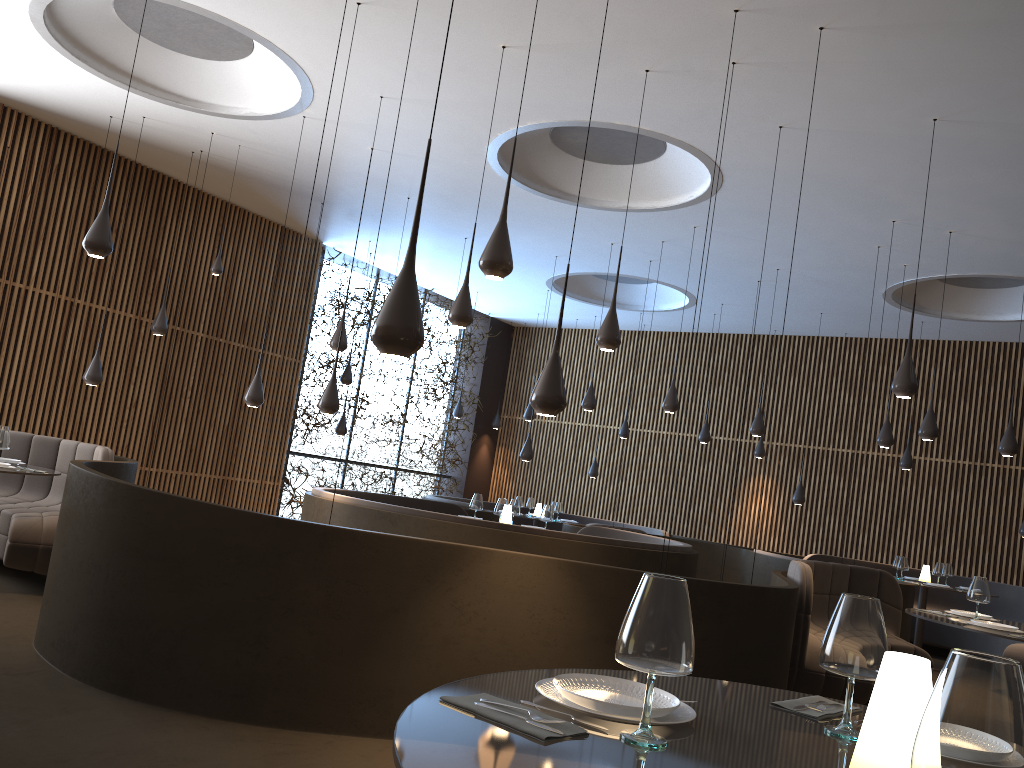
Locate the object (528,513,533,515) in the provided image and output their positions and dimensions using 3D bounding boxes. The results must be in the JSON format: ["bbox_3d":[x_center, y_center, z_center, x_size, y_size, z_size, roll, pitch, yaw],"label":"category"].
[{"bbox_3d":[0.398,2.181,14.720,0.263,0.029,0.264,6,-7,25],"label":"object"}]

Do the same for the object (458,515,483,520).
[{"bbox_3d":[-0.446,1.440,9.488,0.263,0.029,0.264,9,-7,0],"label":"object"}]

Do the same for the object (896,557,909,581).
[{"bbox_3d":[4.949,2.339,11.233,0.142,0.294,0.142,7,-6,21],"label":"object"}]

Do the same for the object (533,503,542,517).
[{"bbox_3d":[0.422,2.025,14.201,0.142,0.231,0.145,7,-6,14],"label":"object"}]

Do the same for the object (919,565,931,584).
[{"bbox_3d":[5.271,2.427,11.301,0.142,0.231,0.145,6,-6,25],"label":"object"}]

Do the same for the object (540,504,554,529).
[{"bbox_3d":[0.352,1.379,9.029,0.142,0.294,0.142,8,-5,5],"label":"object"}]

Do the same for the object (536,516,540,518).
[{"bbox_3d":[0.499,2.071,13.653,0.263,0.029,0.264,3,-8,39],"label":"object"}]

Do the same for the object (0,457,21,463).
[{"bbox_3d":[-4.027,0.603,7.006,0.263,0.029,0.264,9,-7,-1],"label":"object"}]

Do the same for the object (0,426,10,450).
[{"bbox_3d":[-3.792,0.457,6.554,0.142,0.294,0.142,5,-7,37],"label":"object"}]

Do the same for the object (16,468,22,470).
[{"bbox_3d":[-3.728,0.579,6.321,0.204,0.012,0.412,6,-7,22],"label":"object"}]

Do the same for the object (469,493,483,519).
[{"bbox_3d":[-0.375,1.296,9.272,0.142,0.294,0.142,9,-5,1],"label":"object"}]

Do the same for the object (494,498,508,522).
[{"bbox_3d":[-0.110,1.271,8.711,0.142,0.294,0.142,9,-5,-5],"label":"object"}]

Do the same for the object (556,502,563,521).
[{"bbox_3d":[0.756,2.073,14.437,0.142,0.294,0.142,10,-6,-13],"label":"object"}]

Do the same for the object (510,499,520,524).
[{"bbox_3d":[0.017,1.386,9.526,0.142,0.294,0.142,12,-7,-35],"label":"object"}]

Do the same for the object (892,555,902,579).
[{"bbox_3d":[5.091,2.414,11.697,0.142,0.294,0.142,11,-6,-25],"label":"object"}]

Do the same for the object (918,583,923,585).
[{"bbox_3d":[5.168,2.458,10.771,0.410,0.012,0.205,7,-7,13],"label":"object"}]

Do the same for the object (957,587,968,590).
[{"bbox_3d":[5.785,2.598,11.173,0.331,0.014,0.333,6,-7,19],"label":"object"}]

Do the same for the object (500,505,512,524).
[{"bbox_3d":[-0.057,1.358,9.121,0.145,0.231,0.142,13,-7,-40],"label":"object"}]

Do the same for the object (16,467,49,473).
[{"bbox_3d":[-3.582,0.639,6.586,0.261,0.017,0.127,5,-7,26],"label":"object"}]

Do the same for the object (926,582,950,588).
[{"bbox_3d":[5.175,2.448,10.771,0.263,0.029,0.264,6,-7,24],"label":"object"}]

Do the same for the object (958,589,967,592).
[{"bbox_3d":[5.454,2.496,10.665,0.126,0.017,0.263,7,-7,17],"label":"object"}]

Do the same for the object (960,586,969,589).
[{"bbox_3d":[5.787,2.589,11.174,0.263,0.029,0.264,4,-8,38],"label":"object"}]

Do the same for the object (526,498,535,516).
[{"bbox_3d":[0.297,2.014,14.535,0.142,0.294,0.142,5,-6,34],"label":"object"}]

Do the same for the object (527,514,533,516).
[{"bbox_3d":[0.396,2.190,14.719,0.331,0.014,0.333,5,-8,32],"label":"object"}]

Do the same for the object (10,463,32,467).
[{"bbox_3d":[-4.024,0.614,7.004,0.410,0.012,0.205,6,-7,21],"label":"object"}]

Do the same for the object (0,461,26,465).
[{"bbox_3d":[-4.029,0.612,7.006,0.331,0.014,0.333,6,-7,25],"label":"object"}]

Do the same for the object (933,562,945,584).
[{"bbox_3d":[5.340,2.381,11.089,0.142,0.294,0.142,12,-6,-29],"label":"object"}]

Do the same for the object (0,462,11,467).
[{"bbox_3d":[-3.726,0.569,6.326,0.263,0.029,0.264,7,-7,11],"label":"object"}]

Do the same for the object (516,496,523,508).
[{"bbox_3d":[0.098,1.916,13.953,0.142,0.294,0.142,6,-6,28],"label":"object"}]

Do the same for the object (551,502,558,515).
[{"bbox_3d":[0.652,1.989,13.851,0.142,0.294,0.142,6,-6,27],"label":"object"}]

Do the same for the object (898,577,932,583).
[{"bbox_3d":[5.364,2.608,11.793,0.410,0.012,0.205,7,-7,17],"label":"object"}]

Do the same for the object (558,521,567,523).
[{"bbox_3d":[0.795,2.135,13.665,0.126,0.017,0.262,9,-7,-6],"label":"object"}]

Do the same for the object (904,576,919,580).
[{"bbox_3d":[5.361,2.596,11.794,0.263,0.029,0.263,11,-7,-21],"label":"object"}]

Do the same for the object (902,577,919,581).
[{"bbox_3d":[5.360,2.606,11.794,0.332,0.014,0.332,11,-7,-17],"label":"object"}]

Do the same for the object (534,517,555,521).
[{"bbox_3d":[0.498,2.081,13.652,0.331,0.014,0.333,6,-7,20],"label":"object"}]

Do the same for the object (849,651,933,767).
[{"bbox_3d":[0.653,0.575,1.492,0.142,0.231,0.145,8,-6,12],"label":"object"}]

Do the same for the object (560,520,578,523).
[{"bbox_3d":[0.910,2.216,14.270,0.331,0.014,0.333,6,-7,19],"label":"object"}]

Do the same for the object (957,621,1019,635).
[{"bbox_3d":[2.959,1.499,5.451,0.204,0.012,0.411,11,-7,-20],"label":"object"}]

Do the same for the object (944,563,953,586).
[{"bbox_3d":[5.656,2.481,11.526,0.142,0.294,0.142,11,-6,-19],"label":"object"}]

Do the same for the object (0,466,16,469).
[{"bbox_3d":[-3.727,0.579,6.325,0.331,0.014,0.333,8,-7,4],"label":"object"}]

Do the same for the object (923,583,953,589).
[{"bbox_3d":[5.173,2.458,10.770,0.332,0.014,0.332,12,-7,-24],"label":"object"}]

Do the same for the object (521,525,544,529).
[{"bbox_3d":[0.228,1.547,9.526,0.263,0.029,0.264,5,-8,29],"label":"object"}]

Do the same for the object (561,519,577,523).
[{"bbox_3d":[0.911,2.207,14.271,0.263,0.029,0.264,6,-7,22],"label":"object"}]
